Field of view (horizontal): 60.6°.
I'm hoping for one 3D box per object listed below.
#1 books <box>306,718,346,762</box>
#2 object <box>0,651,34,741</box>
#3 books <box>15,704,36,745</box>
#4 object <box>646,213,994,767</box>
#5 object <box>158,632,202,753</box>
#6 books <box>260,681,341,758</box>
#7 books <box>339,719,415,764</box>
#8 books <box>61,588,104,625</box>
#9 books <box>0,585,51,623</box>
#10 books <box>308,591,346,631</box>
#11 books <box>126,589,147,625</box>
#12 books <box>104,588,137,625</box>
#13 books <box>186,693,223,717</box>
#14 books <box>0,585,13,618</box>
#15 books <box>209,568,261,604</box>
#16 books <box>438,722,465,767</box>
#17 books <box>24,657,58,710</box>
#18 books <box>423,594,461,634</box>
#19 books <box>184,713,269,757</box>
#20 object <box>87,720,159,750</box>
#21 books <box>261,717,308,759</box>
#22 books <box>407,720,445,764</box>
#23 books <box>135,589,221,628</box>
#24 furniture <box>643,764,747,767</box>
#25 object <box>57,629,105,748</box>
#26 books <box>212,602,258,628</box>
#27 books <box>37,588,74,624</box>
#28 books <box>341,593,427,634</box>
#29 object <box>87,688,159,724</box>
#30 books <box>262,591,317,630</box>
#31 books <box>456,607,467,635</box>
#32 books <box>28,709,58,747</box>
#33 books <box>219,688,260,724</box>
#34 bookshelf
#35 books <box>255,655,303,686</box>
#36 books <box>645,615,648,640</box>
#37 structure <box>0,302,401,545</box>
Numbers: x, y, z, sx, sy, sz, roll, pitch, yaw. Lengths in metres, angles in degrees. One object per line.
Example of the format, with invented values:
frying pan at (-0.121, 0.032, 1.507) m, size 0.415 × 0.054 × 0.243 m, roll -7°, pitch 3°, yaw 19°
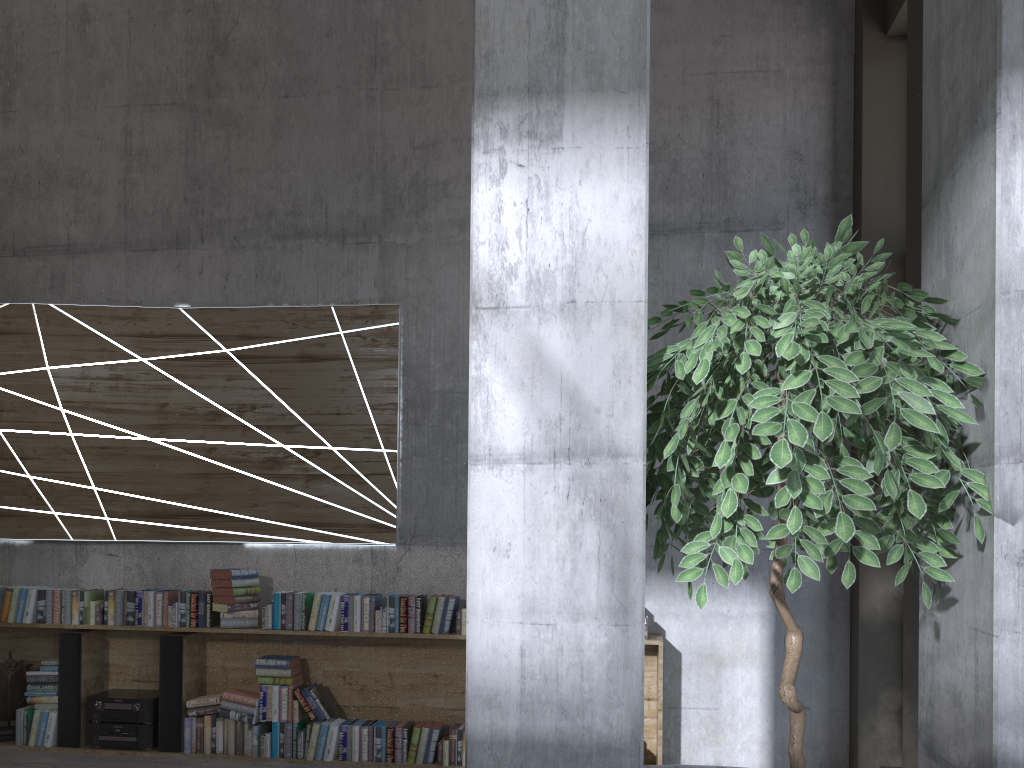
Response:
books at (-1.133, 2.173, 5.366) m, size 0.199 × 0.227 × 0.191 m, roll 0°, pitch -4°, yaw 8°
object at (-3.282, 2.022, 5.728) m, size 0.345 × 0.565 × 0.197 m, roll 2°, pitch -2°, yaw -32°
books at (-3.112, 2.198, 5.665) m, size 0.074 × 0.219 × 0.206 m, roll 0°, pitch -4°, yaw 8°
object at (0.730, 0.544, 2.234) m, size 1.002 × 1.853 × 0.972 m, roll 2°, pitch -3°, yaw -26°
object at (-2.105, 1.962, 5.570) m, size 0.152 × 0.755 × 0.274 m, roll 0°, pitch -1°, yaw 8°
books at (-1.310, 2.073, 5.413) m, size 0.451 × 0.446 × 0.216 m, roll 0°, pitch -2°, yaw 8°
books at (-0.824, 2.179, 5.353) m, size 0.417 × 0.219 × 0.206 m, roll 0°, pitch -5°, yaw 8°
books at (-2.707, 1.420, 5.583) m, size 0.276 × 0.219 × 0.172 m, roll 0°, pitch -4°, yaw 9°
books at (-3.119, 1.416, 5.637) m, size 0.249 × 0.227 × 0.191 m, roll 0°, pitch -4°, yaw 8°
books at (-1.125, 1.391, 5.372) m, size 0.199 × 0.227 × 0.191 m, roll 0°, pitch -4°, yaw 8°
books at (-2.382, 1.420, 5.580) m, size 0.055 × 0.219 × 0.191 m, roll 0°, pitch -4°, yaw 8°
books at (-2.485, 1.424, 5.601) m, size 0.155 × 0.219 × 0.206 m, roll 0°, pitch -4°, yaw 8°
books at (-1.887, 2.007, 5.492) m, size 0.234 × 0.139 × 0.193 m, roll 0°, pitch -6°, yaw 9°
books at (-3.335, 1.418, 5.665) m, size 0.156 × 0.219 × 0.191 m, roll 0°, pitch -4°, yaw 8°
books at (-1.712, 1.251, 5.432) m, size 0.190 × 0.209 × 0.248 m, roll -2°, pitch -6°, yaw 29°
books at (-0.294, 2.172, 5.282) m, size 0.278 × 0.219 × 0.211 m, roll 0°, pitch -5°, yaw 6°
books at (-2.973, 1.933, 5.661) m, size 0.251 × 0.321 × 0.220 m, roll 0°, pitch -3°, yaw 10°
books at (-0.426, 1.393, 5.316) m, size 0.199 × 0.227 × 0.191 m, roll 0°, pitch -4°, yaw 8°
books at (-1.779, 2.179, 5.494) m, size 0.494 × 0.236 × 0.244 m, roll 0°, pitch -5°, yaw 8°
object at (-2.431, 2.217, 5.593) m, size 0.440 × 0.163 × 0.296 m, roll 0°, pitch -7°, yaw 8°
books at (-1.408, 2.178, 5.413) m, size 0.226 × 0.219 × 0.217 m, roll 0°, pitch -5°, yaw 8°
books at (-0.522, 2.175, 5.322) m, size 0.199 × 0.227 × 0.191 m, roll 0°, pitch -4°, yaw 8°
books at (-2.097, 1.413, 5.523) m, size 0.490 × 0.219 × 0.217 m, roll 0°, pitch -5°, yaw 8°
furniture at (0.755, 1.808, 3.555) m, size 1.637 × 0.805 × 1.805 m, roll -7°, pitch -10°, yaw 45°
object at (-2.779, 1.969, 5.659) m, size 0.152 × 0.755 × 0.274 m, roll 0°, pitch -1°, yaw 8°
books at (-1.702, 1.430, 5.435) m, size 0.286 × 0.149 × 0.223 m, roll 6°, pitch -8°, yaw -35°
books at (-2.922, 1.421, 5.609) m, size 0.156 × 0.219 × 0.155 m, roll 0°, pitch -3°, yaw 8°
books at (-0.781, 1.396, 5.349) m, size 0.490 × 0.219 × 0.217 m, roll 0°, pitch -5°, yaw 8°
object at (-2.430, 2.055, 5.589) m, size 0.440 × 0.160 × 0.307 m, roll 0°, pitch -7°, yaw 8°
books at (-1.377, 1.395, 5.415) m, size 0.278 × 0.219 × 0.211 m, roll 0°, pitch -5°, yaw 6°
books at (-0.183, 1.389, 5.274) m, size 0.278 × 0.219 × 0.211 m, roll 0°, pitch -5°, yaw 6°
books at (-2.960, 2.194, 5.630) m, size 0.199 × 0.227 × 0.191 m, roll 0°, pitch -4°, yaw 8°
books at (-1.658, 1.985, 5.402) m, size 0.244 × 0.191 × 0.155 m, roll 0°, pitch -4°, yaw 8°
bookshelf at (-1.756, 1.922, 5.512) m, size 5.321 × 0.801 × 0.304 m, roll -1°, pitch -2°, yaw 8°
books at (-1.445, 1.779, 5.447) m, size 0.239 × 0.160 × 0.191 m, roll 0°, pitch -6°, yaw 8°
books at (0.657, 1.383, 5.138) m, size 0.276 × 0.219 × 0.172 m, roll 0°, pitch -4°, yaw 9°
structure at (-2.420, 0.249, 5.595) m, size 3.411 × 1.529 × 0.360 m, roll 0°, pitch -1°, yaw 8°
